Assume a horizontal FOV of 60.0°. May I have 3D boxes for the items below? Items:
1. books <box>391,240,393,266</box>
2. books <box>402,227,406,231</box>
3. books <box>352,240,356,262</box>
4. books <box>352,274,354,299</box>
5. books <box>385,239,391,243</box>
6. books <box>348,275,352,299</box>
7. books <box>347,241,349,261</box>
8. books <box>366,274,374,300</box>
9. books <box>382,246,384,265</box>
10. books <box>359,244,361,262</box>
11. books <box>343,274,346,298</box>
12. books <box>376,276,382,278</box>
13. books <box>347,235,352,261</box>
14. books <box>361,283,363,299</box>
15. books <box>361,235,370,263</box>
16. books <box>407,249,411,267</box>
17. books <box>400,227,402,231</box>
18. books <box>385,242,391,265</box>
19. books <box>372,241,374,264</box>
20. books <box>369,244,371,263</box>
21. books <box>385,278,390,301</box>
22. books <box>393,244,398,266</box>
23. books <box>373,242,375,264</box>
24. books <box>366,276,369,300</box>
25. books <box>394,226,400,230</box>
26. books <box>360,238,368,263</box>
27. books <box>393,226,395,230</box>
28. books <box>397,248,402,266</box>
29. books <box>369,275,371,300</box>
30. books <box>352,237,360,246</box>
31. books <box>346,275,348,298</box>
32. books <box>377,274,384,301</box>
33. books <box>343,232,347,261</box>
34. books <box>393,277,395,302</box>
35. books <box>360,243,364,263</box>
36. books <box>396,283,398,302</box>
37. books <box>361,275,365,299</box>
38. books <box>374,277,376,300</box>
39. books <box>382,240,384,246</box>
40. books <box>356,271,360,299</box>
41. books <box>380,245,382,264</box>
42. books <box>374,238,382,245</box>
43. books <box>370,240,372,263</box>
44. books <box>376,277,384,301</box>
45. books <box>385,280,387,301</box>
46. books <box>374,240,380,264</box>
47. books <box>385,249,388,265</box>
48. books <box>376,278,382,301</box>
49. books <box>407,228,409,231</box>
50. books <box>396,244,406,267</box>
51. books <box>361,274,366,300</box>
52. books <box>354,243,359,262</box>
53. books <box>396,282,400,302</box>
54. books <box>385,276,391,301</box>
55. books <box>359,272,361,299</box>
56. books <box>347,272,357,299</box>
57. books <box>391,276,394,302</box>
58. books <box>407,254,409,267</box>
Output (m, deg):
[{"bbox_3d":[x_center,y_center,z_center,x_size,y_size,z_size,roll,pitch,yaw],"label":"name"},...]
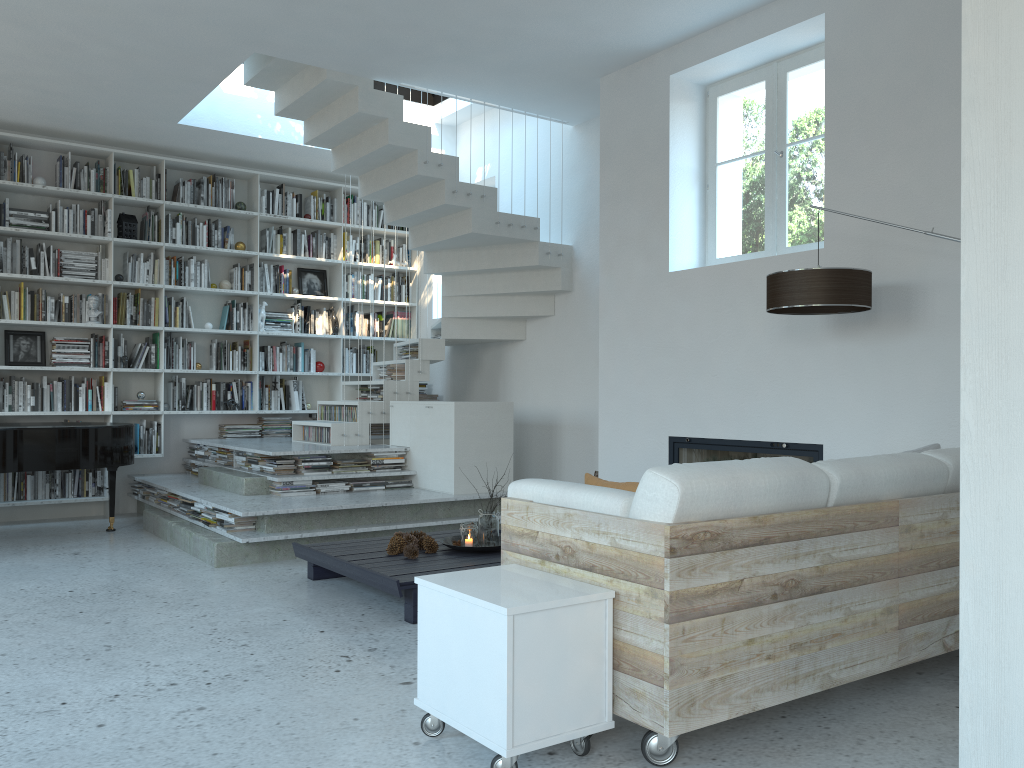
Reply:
[{"bbox_3d":[-1.283,-1.346,9.231,0.023,0.287,0.163,0,0,-35],"label":"books"},{"bbox_3d":[-1.165,-1.712,9.287,0.014,0.286,0.189,0,0,-35],"label":"books"},{"bbox_3d":[-1.624,-1.321,8.887,0.049,0.224,0.161,0,0,-35],"label":"books"},{"bbox_3d":[-1.643,-0.969,8.966,0.026,0.256,0.173,0,0,-35],"label":"books"},{"bbox_3d":[-1.304,-1.350,9.230,0.011,0.294,0.151,0,0,-35],"label":"books"},{"bbox_3d":[-1.666,-0.965,8.936,0.023,0.247,0.182,0,0,-35],"label":"books"},{"bbox_3d":[-1.673,-1.312,8.849,0.024,0.205,0.165,0,0,-35],"label":"books"},{"bbox_3d":[-1.469,-0.980,9.093,0.030,0.284,0.166,0,0,-35],"label":"books"},{"bbox_3d":[-1.364,-1.310,9.154,0.013,0.213,0.186,0,0,-35],"label":"books"},{"bbox_3d":[-1.579,-1.307,8.980,0.038,0.199,0.170,0,0,-35],"label":"books"},{"bbox_3d":[-1.710,-0.969,8.923,0.012,0.254,0.161,0,0,-35],"label":"books"},{"bbox_3d":[-1.378,-0.974,9.186,0.010,0.273,0.130,0,0,-35],"label":"books"},{"bbox_3d":[-1.648,-1.341,8.857,0.026,0.263,0.189,0,0,-35],"label":"books"},{"bbox_3d":[-1.568,-0.930,9.037,0.027,0.179,0.157,0,0,-35],"label":"books"},{"bbox_3d":[-1.488,-1.355,8.986,0.022,0.296,0.152,0,0,-35],"label":"books"},{"bbox_3d":[-1.111,-1.308,9.335,0.011,0.216,0.170,0,0,-35],"label":"books"},{"bbox_3d":[-1.194,-1.714,9.305,0.012,0.292,0.140,0,0,-35],"label":"books"},{"bbox_3d":[-1.305,-1.333,9.202,0.022,0.261,0.160,0,0,-35],"label":"books"},{"bbox_3d":[-1.451,-1.325,9.024,0.012,0.237,0.165,0,0,-35],"label":"books"},{"bbox_3d":[-1.476,-1.310,8.999,0.014,0.206,0.184,0,0,-35],"label":"books"},{"bbox_3d":[-1.313,-0.962,9.215,0.025,0.252,0.160,0,0,-35],"label":"books"},{"bbox_3d":[-1.243,-1.329,9.255,0.070,0.254,0.154,0,0,-35],"label":"books"},{"bbox_3d":[-1.435,-1.317,9.024,0.013,0.222,0.174,0,0,-35],"label":"books"},{"bbox_3d":[-1.508,-0.969,9.062,0.024,0.259,0.156,0,0,-35],"label":"books"},{"bbox_3d":[-1.217,-1.677,9.255,0.012,0.216,0.192,0,0,-35],"label":"books"},{"bbox_3d":[-1.504,-1.334,8.969,0.023,0.253,0.189,0,0,-35],"label":"books"},{"bbox_3d":[-1.260,-1.693,9.248,0.068,0.247,0.160,0,0,-35],"label":"books"},{"bbox_3d":[-1.204,-1.308,9.280,0.023,0.213,0.180,0,0,-35],"label":"books"},{"bbox_3d":[-1.488,-0.970,9.073,0.022,0.262,0.172,0,0,-35],"label":"books"},{"bbox_3d":[-1.581,-1.340,8.929,0.023,0.263,0.158,0,0,-35],"label":"books"},{"bbox_3d":[-1.702,-0.967,8.945,0.026,0.250,0.160,0,0,-35],"label":"books"},{"bbox_3d":[-1.362,-0.982,9.193,0.024,0.292,0.132,0,0,-35],"label":"books"},{"bbox_3d":[-1.687,-1.357,8.839,0.010,0.294,0.183,0,0,-35],"label":"books"},{"bbox_3d":[-1.262,-0.970,9.233,0.028,0.268,0.173,0,0,-35],"label":"books"},{"bbox_3d":[-1.534,-1.313,8.971,0.025,0.211,0.134,0,0,-35],"label":"books"},{"bbox_3d":[-1.240,-0.941,9.247,0.025,0.211,0.188,0,0,-35],"label":"books"},{"bbox_3d":[-1.544,-0.970,9.037,0.013,0.260,0.158,0,0,-35],"label":"books"},{"bbox_3d":[-1.437,-0.965,9.133,0.012,0.254,0.161,0,0,-35],"label":"books"},{"bbox_3d":[-1.363,-1.344,9.185,0.024,0.281,0.153,0,0,-35],"label":"books"},{"bbox_3d":[-1.596,-0.989,9.014,0.022,0.297,0.162,0,0,-35],"label":"books"},{"bbox_3d":[-1.391,-1.314,9.142,0.023,0.220,0.171,0,0,-35],"label":"books"},{"bbox_3d":[-1.381,-1.352,9.158,0.010,0.295,0.165,0,0,-35],"label":"books"},{"bbox_3d":[-1.465,-1.328,9.014,0.022,0.242,0.144,0,0,-35],"label":"books"},{"bbox_3d":[-1.378,-0.966,9.157,0.023,0.258,0.184,0,0,-35],"label":"books"},{"bbox_3d":[-1.341,-0.955,9.208,0.028,0.237,0.146,0,0,-35],"label":"books"},{"bbox_3d":[-1.426,-1.326,9.058,0.042,0.242,0.247,0,0,-35],"label":"books"},{"bbox_3d":[-1.339,-1.294,9.202,0.034,0.182,0.156,0,0,-35],"label":"books"},{"bbox_3d":[-1.402,-0.960,9.133,0.045,0.245,0.177,0,0,-35],"label":"books"},{"bbox_3d":[-1.135,-1.692,9.330,0.014,0.248,0.185,0,0,-35],"label":"books"},{"bbox_3d":[-1.170,-1.330,9.316,0.029,0.258,0.163,0,0,-35],"label":"books"},{"bbox_3d":[-1.533,-0.975,9.056,0.025,0.271,0.152,0,0,-35],"label":"books"},{"bbox_3d":[-1.591,-1.305,8.903,0.024,0.193,0.190,0,0,-35],"label":"books"},{"bbox_3d":[-1.225,-0.945,9.269,0.025,0.220,0.177,0,0,-35],"label":"books"},{"bbox_3d":[-1.293,-0.977,9.218,0.012,0.283,0.151,0,0,-35],"label":"books"},{"bbox_3d":[-1.575,-0.986,9.015,0.012,0.293,0.165,0,0,-35],"label":"books"},{"bbox_3d":[-1.618,-0.984,8.966,0.014,0.285,0.185,0,0,-35],"label":"books"},{"bbox_3d":[-1.281,-0.974,9.223,0.013,0.277,0.188,0,0,-35],"label":"books"},{"bbox_3d":[-1.141,-1.324,9.335,0.040,0.246,0.160,0,0,-35],"label":"books"}]
